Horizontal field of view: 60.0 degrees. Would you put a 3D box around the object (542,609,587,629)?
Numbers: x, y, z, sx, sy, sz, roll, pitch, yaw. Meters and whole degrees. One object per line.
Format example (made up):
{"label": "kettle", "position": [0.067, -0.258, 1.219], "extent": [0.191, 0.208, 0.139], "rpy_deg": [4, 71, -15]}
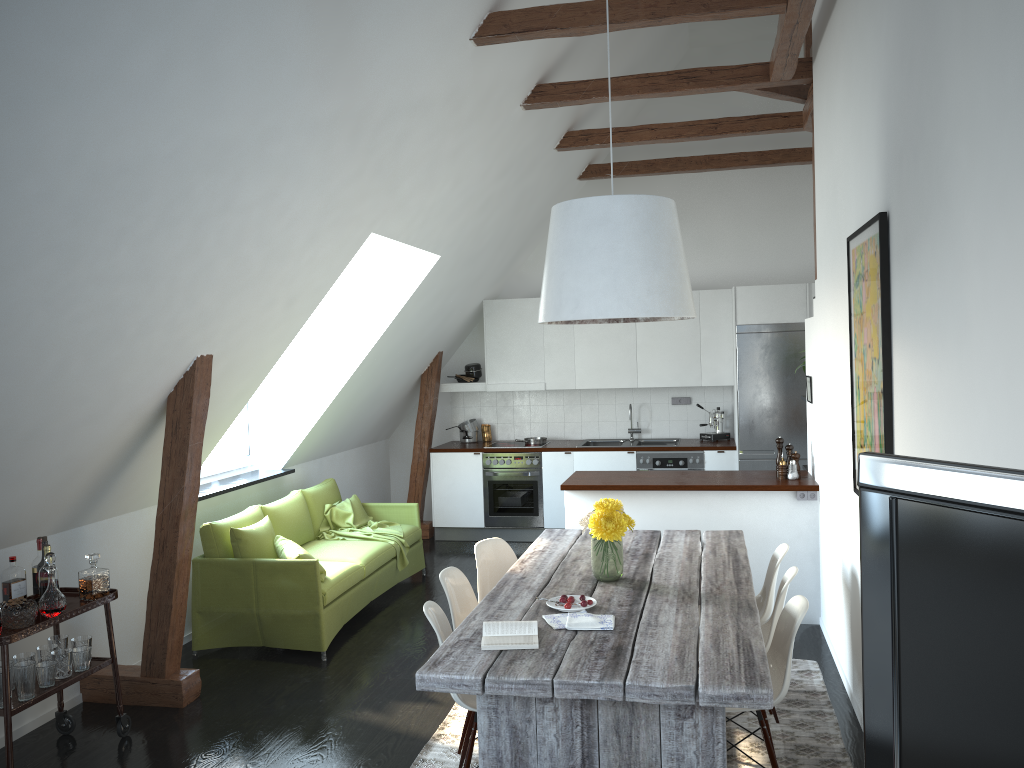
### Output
{"label": "object", "position": [0.222, 0.906, 3.416], "extent": [0.182, 0.014, 0.185], "rpy_deg": [-2, 2, -13]}

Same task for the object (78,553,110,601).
{"label": "object", "position": [-2.011, 0.925, 4.266], "extent": [0.101, 0.211, 0.101], "rpy_deg": [-1, 2, 28]}

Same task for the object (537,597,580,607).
{"label": "object", "position": [0.186, 0.886, 3.601], "extent": [0.194, 0.022, 0.019], "rpy_deg": [-1, 2, 28]}

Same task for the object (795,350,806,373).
{"label": "object", "position": [2.343, -0.155, 6.534], "extent": [0.493, 0.486, 0.506], "rpy_deg": [-1, 2, 32]}

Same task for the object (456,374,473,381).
{"label": "object", "position": [-0.492, -0.065, 9.059], "extent": [0.061, 0.077, 0.331], "rpy_deg": [-3, 2, -29]}

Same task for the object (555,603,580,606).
{"label": "object", "position": [0.225, 0.892, 3.598], "extent": [0.110, 0.011, 0.058], "rpy_deg": [-1, 2, 16]}

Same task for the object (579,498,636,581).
{"label": "object", "position": [0.435, 0.702, 4.022], "extent": [0.233, 0.365, 0.293], "rpy_deg": [-2, 2, -17]}

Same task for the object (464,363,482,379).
{"label": "object", "position": [-0.400, -0.133, 9.144], "extent": [0.190, 0.166, 0.200], "rpy_deg": [-3, 2, -25]}

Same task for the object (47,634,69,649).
{"label": "object", "position": [-2.196, 1.284, 4.293], "extent": [0.095, 0.119, 0.095], "rpy_deg": [-3, 2, -26]}

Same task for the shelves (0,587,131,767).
{"label": "shelves", "position": [-2.163, 1.388, 4.035], "extent": [0.438, 0.732, 0.803], "rpy_deg": [-2, 2, 9]}

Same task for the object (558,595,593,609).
{"label": "object", "position": [0.256, 0.882, 3.603], "extent": [0.132, 0.034, 0.144], "rpy_deg": [-2, 2, -16]}

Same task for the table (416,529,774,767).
{"label": "table", "position": [0.508, 1.275, 3.979], "extent": [1.141, 0.788, 2.421], "rpy_deg": [-1, 2, 13]}

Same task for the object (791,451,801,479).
{"label": "object", "position": [1.925, 0.547, 6.010], "extent": [0.058, 0.184, 0.058], "rpy_deg": [-2, 2, 9]}

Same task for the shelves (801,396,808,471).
{"label": "shelves", "position": [2.467, 0.364, 6.433], "extent": [0.660, 0.553, 0.408], "rpy_deg": [-1, 2, 13]}

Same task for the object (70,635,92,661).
{"label": "object", "position": [-2.069, 1.281, 4.268], "extent": [0.095, 0.119, 0.095], "rpy_deg": [-3, 2, -26]}

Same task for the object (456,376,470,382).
{"label": "object", "position": [-0.505, -0.057, 9.052], "extent": [0.065, 0.065, 0.332], "rpy_deg": [-3, 2, -20]}

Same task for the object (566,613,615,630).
{"label": "object", "position": [0.300, 0.904, 3.382], "extent": [0.182, 0.016, 0.179], "rpy_deg": [-2, 2, 7]}

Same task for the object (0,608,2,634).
{"label": "object", "position": [-2.193, 0.953, 3.705], "extent": [0.087, 0.206, 0.087], "rpy_deg": [0, 2, 38]}

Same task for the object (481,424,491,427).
{"label": "object", "position": [-0.271, 0.443, 9.209], "extent": [0.100, 0.047, 0.099], "rpy_deg": [-2, 2, 8]}

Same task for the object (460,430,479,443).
{"label": "object", "position": [-0.434, 0.530, 9.148], "extent": [0.200, 0.154, 0.348], "rpy_deg": [-2, 2, -8]}

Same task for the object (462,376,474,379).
{"label": "object", "position": [-0.455, -0.065, 9.097], "extent": [0.065, 0.031, 0.335], "rpy_deg": [-3, 2, -30]}

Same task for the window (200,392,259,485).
{"label": "window", "position": [-0.150, -1.336, 2.598], "extent": [5.959, 4.249, 8.018], "rpy_deg": [-1, 2, 13]}

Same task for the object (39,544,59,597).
{"label": "object", "position": [-2.126, 0.890, 4.070], "extent": [0.081, 0.307, 0.081], "rpy_deg": [-1, 2, 18]}

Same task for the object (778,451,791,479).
{"label": "object", "position": [1.843, 0.546, 6.000], "extent": [0.080, 0.192, 0.058], "rpy_deg": [-2, 2, -4]}

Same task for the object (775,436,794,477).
{"label": "object", "position": [1.870, 0.497, 6.078], "extent": [0.123, 0.283, 0.061], "rpy_deg": [-1, 2, 13]}

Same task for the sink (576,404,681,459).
{"label": "sink", "position": [1.144, 0.464, 8.642], "extent": [0.963, 0.519, 0.671], "rpy_deg": [-1, 2, 13]}

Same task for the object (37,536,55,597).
{"label": "object", "position": [-2.176, 0.876, 4.144], "extent": [0.080, 0.329, 0.080], "rpy_deg": [-2, 2, 3]}

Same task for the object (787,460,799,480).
{"label": "object", "position": [1.883, 0.575, 5.949], "extent": [0.069, 0.135, 0.069], "rpy_deg": [-2, 2, -12]}

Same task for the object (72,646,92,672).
{"label": "object", "position": [-2.024, 1.293, 4.167], "extent": [0.092, 0.099, 0.092], "rpy_deg": [-2, 2, -10]}

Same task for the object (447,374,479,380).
{"label": "object", "position": [-0.517, -0.058, 9.148], "extent": [0.357, 0.075, 0.244], "rpy_deg": [-2, 2, -17]}

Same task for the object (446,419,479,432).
{"label": "object", "position": [-0.524, 0.452, 9.195], "extent": [0.371, 0.169, 0.203], "rpy_deg": [-2, 2, -15]}

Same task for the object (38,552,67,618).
{"label": "object", "position": [-2.061, 0.898, 3.970], "extent": [0.114, 0.292, 0.114], "rpy_deg": [-2, 2, -15]}

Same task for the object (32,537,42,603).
{"label": "object", "position": [-2.258, 0.887, 4.255], "extent": [0.081, 0.308, 0.081], "rpy_deg": [-2, 2, 4]}

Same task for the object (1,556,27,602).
{"label": "object", "position": [-2.284, 0.920, 4.067], "extent": [0.067, 0.257, 0.099], "rpy_deg": [-1, 2, 18]}

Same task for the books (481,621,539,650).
{"label": "books", "position": [-0.007, 0.907, 3.236], "extent": [0.202, 0.042, 0.251], "rpy_deg": [-2, 2, 1]}

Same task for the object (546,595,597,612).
{"label": "object", "position": [0.242, 0.895, 3.596], "extent": [0.205, 0.024, 0.205], "rpy_deg": [-2, 2, 5]}

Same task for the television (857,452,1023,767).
{"label": "television", "position": [0.739, 0.382, 0.400], "extent": [0.537, 0.652, 1.005], "rpy_deg": [-3, 2, -22]}

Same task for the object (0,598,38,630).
{"label": "object", "position": [-2.151, 1.003, 3.859], "extent": [0.245, 0.092, 0.151], "rpy_deg": [0, 3, 41]}

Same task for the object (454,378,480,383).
{"label": "object", "position": [-0.455, -0.043, 9.096], "extent": [0.243, 0.056, 0.350], "rpy_deg": [-2, 2, 1]}
